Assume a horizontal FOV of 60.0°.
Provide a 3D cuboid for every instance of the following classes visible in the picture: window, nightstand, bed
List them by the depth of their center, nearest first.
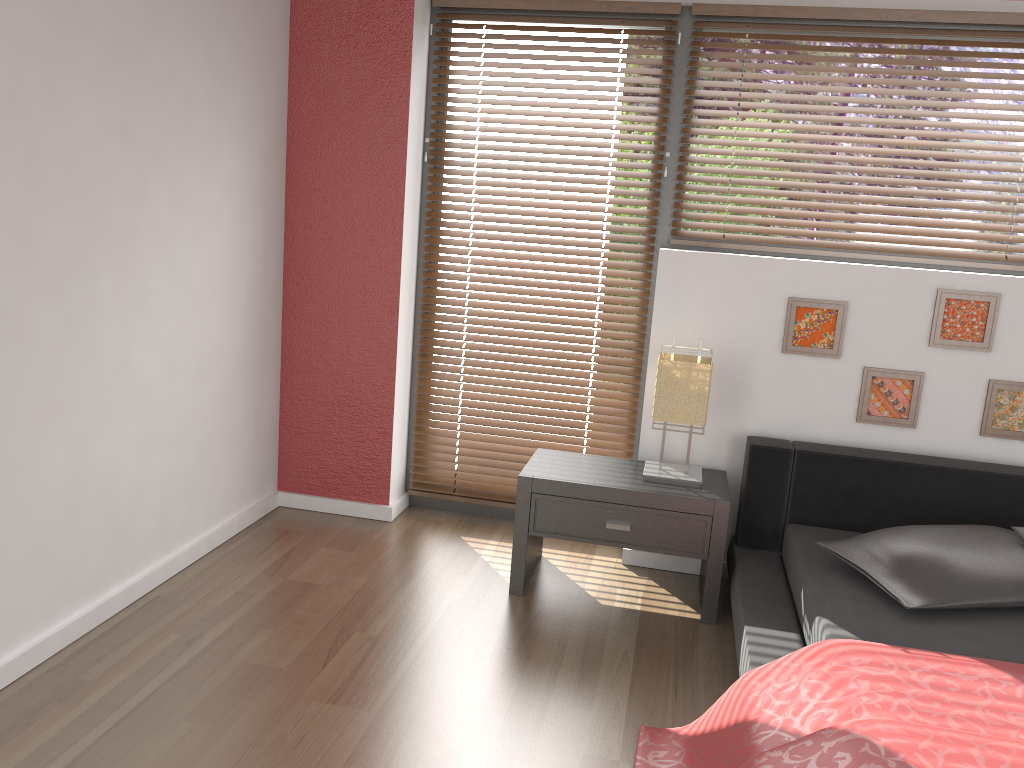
[{"bbox_3d":[1.509,0.754,1.918,2.469,0.577,2.413,6,11,10],"label":"bed"},{"bbox_3d":[0.384,0.521,3.141,0.700,0.423,0.413,6,11,10],"label":"nightstand"},{"bbox_3d":[2.055,-0.827,3.193,2.817,0.786,0.020,6,11,10],"label":"window"},{"bbox_3d":[0.105,-0.503,3.644,0.889,1.893,0.020,6,11,10],"label":"window"}]

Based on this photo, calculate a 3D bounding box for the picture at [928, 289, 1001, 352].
[{"bbox_3d":[1.547,-0.218,3.033,0.200,0.200,0.010,6,11,10],"label":"picture"}]

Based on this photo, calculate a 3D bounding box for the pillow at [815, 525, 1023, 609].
[{"bbox_3d":[1.335,0.523,2.602,0.745,0.172,0.418,2,11,-14],"label":"pillow"}]

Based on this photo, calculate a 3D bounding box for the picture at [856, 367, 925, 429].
[{"bbox_3d":[1.331,0.048,3.122,0.200,0.200,0.010,6,11,10],"label":"picture"}]

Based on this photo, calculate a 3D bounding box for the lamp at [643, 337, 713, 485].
[{"bbox_3d":[0.582,0.079,3.068,0.200,0.480,0.200,6,11,10],"label":"lamp"}]

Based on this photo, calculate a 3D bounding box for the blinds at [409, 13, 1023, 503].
[{"bbox_3d":[1.995,-0.249,3.232,4.840,1.952,0.032,6,11,10],"label":"blinds"}]

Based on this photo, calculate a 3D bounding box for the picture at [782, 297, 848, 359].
[{"bbox_3d":[1.069,-0.199,3.134,0.200,0.200,0.010,6,11,10],"label":"picture"}]

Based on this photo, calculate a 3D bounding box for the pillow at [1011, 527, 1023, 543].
[{"bbox_3d":[1.823,0.542,2.417,0.744,0.241,0.386,5,11,6],"label":"pillow"}]

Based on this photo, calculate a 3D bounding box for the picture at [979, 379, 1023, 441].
[{"bbox_3d":[1.732,0.093,3.048,0.200,0.200,0.010,6,11,10],"label":"picture"}]
